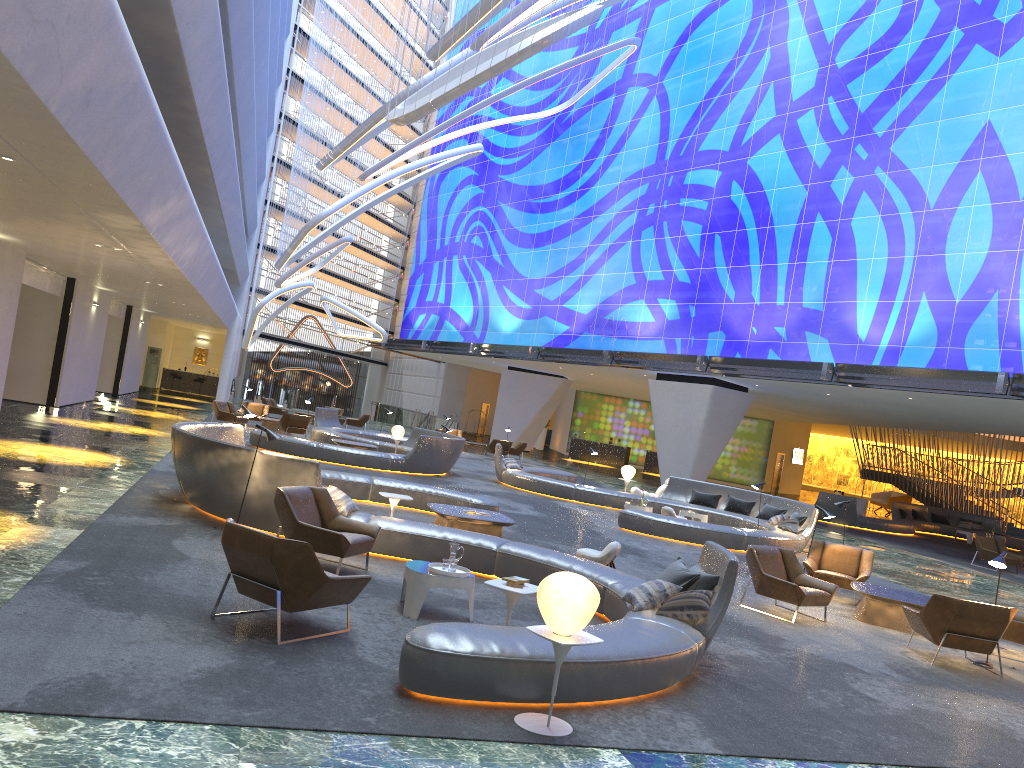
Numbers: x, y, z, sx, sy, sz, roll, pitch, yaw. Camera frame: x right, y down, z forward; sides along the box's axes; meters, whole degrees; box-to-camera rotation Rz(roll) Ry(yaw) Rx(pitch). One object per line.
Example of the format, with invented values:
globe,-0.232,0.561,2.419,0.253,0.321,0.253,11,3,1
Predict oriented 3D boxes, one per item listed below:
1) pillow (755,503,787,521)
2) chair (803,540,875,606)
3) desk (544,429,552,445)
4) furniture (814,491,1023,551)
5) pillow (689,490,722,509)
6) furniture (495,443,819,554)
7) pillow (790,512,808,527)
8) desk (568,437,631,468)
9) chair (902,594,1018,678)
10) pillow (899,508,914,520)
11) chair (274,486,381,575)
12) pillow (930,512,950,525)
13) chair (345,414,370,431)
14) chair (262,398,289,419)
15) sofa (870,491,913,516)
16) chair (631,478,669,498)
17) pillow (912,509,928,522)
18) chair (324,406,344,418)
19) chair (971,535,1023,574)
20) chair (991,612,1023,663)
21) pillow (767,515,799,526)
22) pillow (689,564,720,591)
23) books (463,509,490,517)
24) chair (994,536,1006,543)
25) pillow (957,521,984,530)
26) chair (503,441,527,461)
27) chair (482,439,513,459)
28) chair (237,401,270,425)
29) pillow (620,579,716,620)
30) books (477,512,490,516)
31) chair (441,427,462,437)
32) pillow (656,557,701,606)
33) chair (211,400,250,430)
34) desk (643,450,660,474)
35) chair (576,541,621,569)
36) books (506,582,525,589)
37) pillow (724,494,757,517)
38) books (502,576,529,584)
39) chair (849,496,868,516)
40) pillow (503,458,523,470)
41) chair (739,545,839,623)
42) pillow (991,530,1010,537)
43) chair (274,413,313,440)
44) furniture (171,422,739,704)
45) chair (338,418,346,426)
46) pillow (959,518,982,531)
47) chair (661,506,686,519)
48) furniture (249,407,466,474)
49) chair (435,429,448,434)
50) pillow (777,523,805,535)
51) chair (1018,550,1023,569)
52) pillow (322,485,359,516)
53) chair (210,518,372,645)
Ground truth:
pillow,5.952,2.966,20.318,0.316,0.386,0.783,10,-1,-24
chair,4.813,2.783,13.112,0.927,0.767,0.941,9,-1,25
desk,2.279,3.626,61.220,2.971,1.097,0.815,9,-1,23
furniture,13.962,4.752,31.490,9.925,0.969,5.188,10,-2,1
pillow,4.672,2.802,21.497,0.767,0.369,0.296,9,-1,28
furniture,3.042,2.597,21.506,5.196,0.969,9.908,10,-2,-24
pillow,6.153,2.973,19.304,0.317,0.366,0.775,10,-1,1
desk,4.477,3.525,45.360,2.971,1.097,0.815,9,-1,23
chair,4.907,2.698,9.762,0.929,0.767,0.939,10,-1,3
pillow,14.663,4.843,32.953,0.771,0.369,0.294,11,-1,-37
chair,-1.945,1.515,9.154,0.937,0.767,0.931,9,-1,17
pillow,16.259,5.116,33.629,0.784,0.386,0.315,10,-1,0
chair,-6.443,1.578,36.818,0.940,0.767,0.928,10,-1,-14
chair,-9.579,1.013,35.762,0.938,0.767,0.930,10,-1,9
sofa,18.280,5.757,42.839,1.061,1.180,3.421,10,-1,10
chair,3.715,2.840,23.223,1.156,0.882,0.729,10,-1,3
pillow,15.368,4.954,33.427,0.760,0.417,0.281,10,-1,-23
chair,-7.758,1.387,37.900,0.928,0.767,0.940,9,-1,11
chair,12.322,4.341,22.543,0.931,0.767,0.937,10,-1,-18
chair,6.307,2.965,10.729,0.936,0.767,0.932,9,-1,28
pillow,5.957,2.986,19.353,0.875,0.262,0.694,8,-2,40
pillow,1.677,1.879,8.224,0.295,0.369,0.769,10,-1,-3
books,-0.506,1.831,12.690,0.395,0.039,0.301,10,-2,-2
chair,16.717,5.463,30.575,0.491,0.501,0.587,10,-1,1
pillow,17.119,5.299,33.234,0.879,0.262,0.691,10,-2,-25
chair,0.059,2.641,35.396,0.939,0.767,0.929,10,-1,-7
chair,-0.537,2.491,33.787,0.932,0.767,0.936,10,-1,-32
chair,-8.439,1.001,28.890,0.930,0.767,0.938,10,-1,-10
pillow,1.361,1.881,7.796,0.872,0.280,0.686,9,-2,21
books,-0.408,1.854,12.678,0.134,0.012,0.188,10,-2,-26
chair,-2.516,2.235,36.470,0.930,0.767,0.938,10,-1,-10
pillow,1.493,1.821,8.133,0.315,0.386,0.785,10,-1,0
chair,-8.391,0.934,26.354,0.937,0.767,0.931,9,-1,17
desk,8.292,4.164,45.037,2.971,1.097,0.815,9,-1,21
chair,1.115,2.236,11.371,0.585,0.501,0.492,9,-1,18
books,0.028,1.531,6.814,0.128,0.030,0.182,9,-2,6
pillow,5.396,2.888,21.052,0.757,0.417,0.282,9,-1,42
books,0.029,1.505,6.812,0.133,0.022,0.189,8,-2,35
chair,12.701,4.655,32.825,0.727,0.882,1.160,9,-1,28
pillow,-0.024,2.088,23.337,0.693,0.262,0.877,10,-2,-7
chair,3.412,2.481,11.010,0.932,0.767,0.936,10,-1,-38
pillow,17.978,5.490,32.619,0.446,0.207,0.442,10,-2,-30
chair,-6.460,1.258,26.207,0.932,0.767,0.936,10,-1,-32
furniture,-1.425,1.507,10.467,5.195,0.969,9.912,10,-2,-19
chair,-7.192,1.396,35.006,0.927,0.767,0.941,9,-1,36
pillow,17.250,5.281,33.386,0.773,0.366,0.318,9,-1,26
chair,3.721,2.908,19.028,0.584,0.501,1.790,9,-2,38
furniture,-3.807,1.550,25.415,5.185,0.969,9.931,10,-2,1
chair,-2.468,2.167,33.934,0.937,0.767,0.931,9,-1,17
pillow,5.763,2.985,18.293,0.443,0.207,0.444,9,-2,35
chair,14.342,4.730,24.039,0.941,0.767,0.927,11,-1,-45
pillow,-2.140,1.344,10.497,0.875,0.262,0.694,9,-2,36
chair,-1.714,1.484,6.811,0.927,0.767,0.941,9,-1,34
